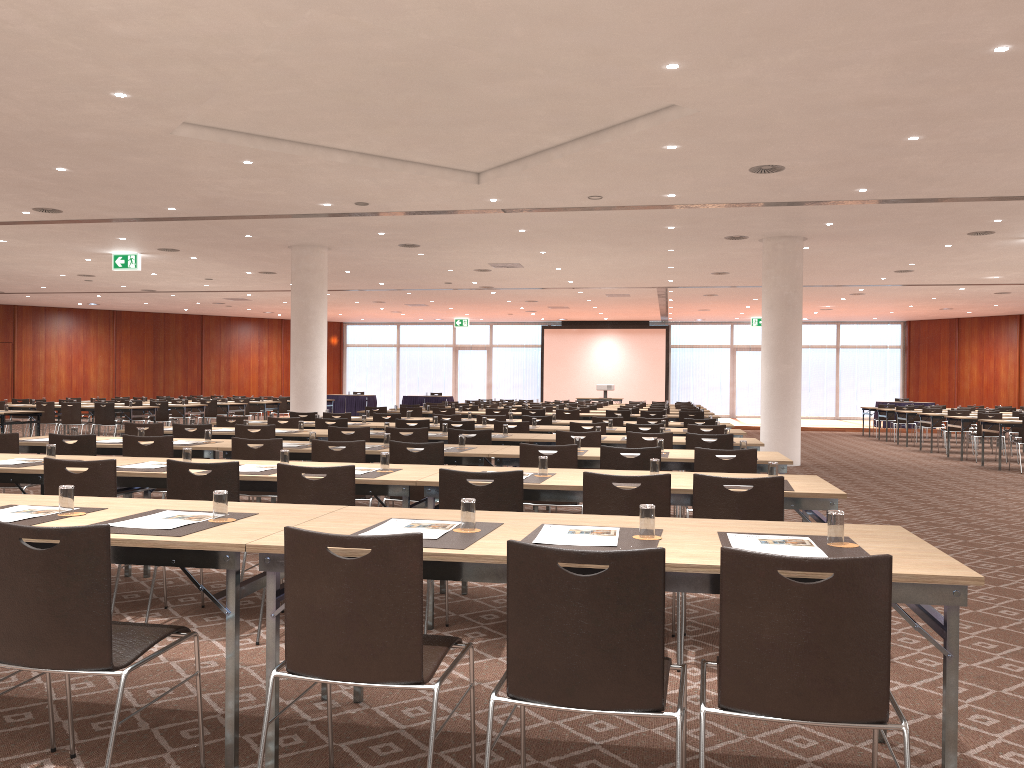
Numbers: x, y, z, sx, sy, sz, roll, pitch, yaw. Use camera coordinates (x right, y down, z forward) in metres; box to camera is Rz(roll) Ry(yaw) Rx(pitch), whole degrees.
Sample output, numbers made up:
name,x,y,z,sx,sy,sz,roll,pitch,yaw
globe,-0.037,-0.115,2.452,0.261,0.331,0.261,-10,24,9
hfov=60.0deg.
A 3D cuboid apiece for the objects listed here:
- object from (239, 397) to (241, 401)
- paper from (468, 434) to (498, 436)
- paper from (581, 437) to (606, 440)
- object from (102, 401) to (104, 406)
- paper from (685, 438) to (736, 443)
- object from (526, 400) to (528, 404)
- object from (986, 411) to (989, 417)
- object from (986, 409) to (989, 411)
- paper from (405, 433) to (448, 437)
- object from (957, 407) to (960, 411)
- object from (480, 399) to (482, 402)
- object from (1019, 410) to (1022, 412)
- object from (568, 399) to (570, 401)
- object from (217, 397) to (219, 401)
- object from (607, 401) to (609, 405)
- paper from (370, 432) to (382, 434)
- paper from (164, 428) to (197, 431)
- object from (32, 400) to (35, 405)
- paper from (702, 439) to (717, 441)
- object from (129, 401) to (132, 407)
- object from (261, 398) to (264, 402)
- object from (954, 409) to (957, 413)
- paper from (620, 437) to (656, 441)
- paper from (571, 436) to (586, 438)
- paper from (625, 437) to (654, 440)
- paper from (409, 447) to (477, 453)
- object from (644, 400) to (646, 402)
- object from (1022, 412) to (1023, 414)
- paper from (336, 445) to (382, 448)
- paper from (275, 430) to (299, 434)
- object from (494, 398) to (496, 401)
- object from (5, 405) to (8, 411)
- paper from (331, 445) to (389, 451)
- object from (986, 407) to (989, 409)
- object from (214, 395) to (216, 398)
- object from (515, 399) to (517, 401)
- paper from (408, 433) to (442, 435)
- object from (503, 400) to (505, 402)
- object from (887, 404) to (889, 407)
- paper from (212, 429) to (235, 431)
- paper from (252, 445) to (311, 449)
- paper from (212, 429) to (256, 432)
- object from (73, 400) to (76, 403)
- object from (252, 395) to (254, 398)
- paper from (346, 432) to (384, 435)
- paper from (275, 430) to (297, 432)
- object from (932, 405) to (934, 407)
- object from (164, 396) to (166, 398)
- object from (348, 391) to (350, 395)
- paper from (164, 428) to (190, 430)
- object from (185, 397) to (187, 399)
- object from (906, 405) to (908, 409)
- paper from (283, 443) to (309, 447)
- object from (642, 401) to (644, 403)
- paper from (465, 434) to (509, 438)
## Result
name,x,y,z,sx,sy,sz,roll,pitch,yaw
object,-7.467,0.424,24.344,0.054,0.114,0.054,1,0,-1
paper,-0.305,0.537,9.322,0.283,0.006,0.398,1,0,10
paper,0.725,0.551,9.082,0.460,0.003,0.565,1,0,10
object,-8.511,0.407,18.452,0.054,0.114,0.054,0,0,-24
paper,1.967,0.564,8.838,0.460,0.003,0.565,1,0,8
object,0.413,0.506,24.984,0.054,0.114,0.054,1,1,44
object,9.278,0.589,17.308,0.054,0.114,0.054,0,0,-24
object,10.282,0.602,19.163,0.054,0.114,0.054,1,0,-1
paper,-0.887,0.535,9.337,0.460,0.003,0.565,1,0,11
object,10.632,0.607,21.125,0.054,0.114,0.054,1,0,-1
object,-0.870,0.493,25.212,0.054,0.114,0.054,0,0,-24
object,10.923,0.608,19.043,0.054,0.114,0.054,1,0,-1
object,1.718,0.521,26.790,0.054,0.114,0.054,1,1,44
object,-8.106,0.417,24.468,0.054,0.114,0.054,1,0,-1
object,2.649,0.529,24.579,0.054,0.114,0.054,1,1,44
paper,-1.572,0.524,9.566,0.283,0.006,0.398,1,0,12
paper,-3.756,0.506,9.870,0.460,0.003,0.565,1,0,10
object,-10.110,0.390,18.739,0.054,0.114,0.054,1,1,44
paper,1.959,0.560,8.934,0.283,0.006,0.398,1,0,11
object,-7.886,0.413,18.328,0.054,0.114,0.054,0,0,-24
object,-6.819,0.430,24.237,0.054,0.114,0.054,1,0,-1
object,9.636,0.595,19.268,0.054,0.114,0.054,1,0,-1
paper,1.339,0.558,8.962,0.460,0.003,0.565,1,0,10
paper,0.664,0.547,9.144,0.283,0.006,0.398,1,0,9
paper,1.297,0.553,9.028,0.283,0.006,0.398,1,0,8
paper,-0.579,0.536,7.287,0.460,0.003,0.565,1,0,13
object,3.966,0.544,26.385,0.054,0.114,0.054,1,1,44
object,9.927,0.596,17.196,0.054,0.114,0.054,0,0,-24
paper,-1.290,0.525,7.467,0.283,0.006,0.398,1,0,10
paper,-2.505,0.519,9.650,0.460,0.003,0.565,1,0,10
object,-0.518,0.499,27.173,0.054,0.114,0.054,0,0,-24
object,-8.484,0.403,14.882,0.054,0.114,0.054,1,0,-1
paper,-1.248,0.529,7.414,0.460,0.003,0.565,1,0,12
object,11.263,0.614,21.013,0.054,0.114,0.054,1,0,-1
object,-9.638,0.406,28.807,0.054,0.114,0.054,0,0,-24
object,0.121,0.505,27.067,0.054,0.114,0.054,1,1,44
paper,-0.916,0.531,9.426,0.283,0.006,0.398,1,0,8
object,-0.218,0.499,25.093,0.054,0.114,0.054,1,1,44
object,10.685,0.612,25.187,0.054,0.114,0.054,1,0,-1
paper,-3.160,0.508,9.832,0.283,0.006,0.398,1,0,9
paper,-1.875,0.523,7.506,0.460,0.003,0.565,1,0,12
paper,-3.123,0.512,9.766,0.460,0.003,0.565,1,0,10
object,-9.152,0.400,18.568,0.054,0.114,0.054,0,0,-24
object,-8.352,0.419,28.573,0.054,0.114,0.054,0,0,-24
paper,-1.514,0.529,9.474,0.460,0.003,0.565,1,0,11
paper,-2.536,0.514,9.702,0.283,0.006,0.398,1,0,11
object,10.972,0.613,23.097,0.054,0.114,0.054,1,0,-1
object,-9.691,0.401,24.746,0.054,0.114,0.054,0,0,-24
object,-5.785,0.321,31.522,0.054,0.114,0.054,1,0,21
paper,-3.781,0.502,9.947,0.283,0.006,0.398,1,0,11
object,-9.061,0.407,24.633,0.054,0.114,0.054,0,0,-24
object,10.337,0.607,23.215,0.054,0.114,0.054,1,0,-1
paper,-1.904,0.519,7.592,0.283,0.006,0.398,1,0,9
object,3.606,0.538,24.414,0.054,0.114,0.054,1,1,44
paper,-0.262,0.541,9.250,0.460,0.003,0.565,1,0,9
